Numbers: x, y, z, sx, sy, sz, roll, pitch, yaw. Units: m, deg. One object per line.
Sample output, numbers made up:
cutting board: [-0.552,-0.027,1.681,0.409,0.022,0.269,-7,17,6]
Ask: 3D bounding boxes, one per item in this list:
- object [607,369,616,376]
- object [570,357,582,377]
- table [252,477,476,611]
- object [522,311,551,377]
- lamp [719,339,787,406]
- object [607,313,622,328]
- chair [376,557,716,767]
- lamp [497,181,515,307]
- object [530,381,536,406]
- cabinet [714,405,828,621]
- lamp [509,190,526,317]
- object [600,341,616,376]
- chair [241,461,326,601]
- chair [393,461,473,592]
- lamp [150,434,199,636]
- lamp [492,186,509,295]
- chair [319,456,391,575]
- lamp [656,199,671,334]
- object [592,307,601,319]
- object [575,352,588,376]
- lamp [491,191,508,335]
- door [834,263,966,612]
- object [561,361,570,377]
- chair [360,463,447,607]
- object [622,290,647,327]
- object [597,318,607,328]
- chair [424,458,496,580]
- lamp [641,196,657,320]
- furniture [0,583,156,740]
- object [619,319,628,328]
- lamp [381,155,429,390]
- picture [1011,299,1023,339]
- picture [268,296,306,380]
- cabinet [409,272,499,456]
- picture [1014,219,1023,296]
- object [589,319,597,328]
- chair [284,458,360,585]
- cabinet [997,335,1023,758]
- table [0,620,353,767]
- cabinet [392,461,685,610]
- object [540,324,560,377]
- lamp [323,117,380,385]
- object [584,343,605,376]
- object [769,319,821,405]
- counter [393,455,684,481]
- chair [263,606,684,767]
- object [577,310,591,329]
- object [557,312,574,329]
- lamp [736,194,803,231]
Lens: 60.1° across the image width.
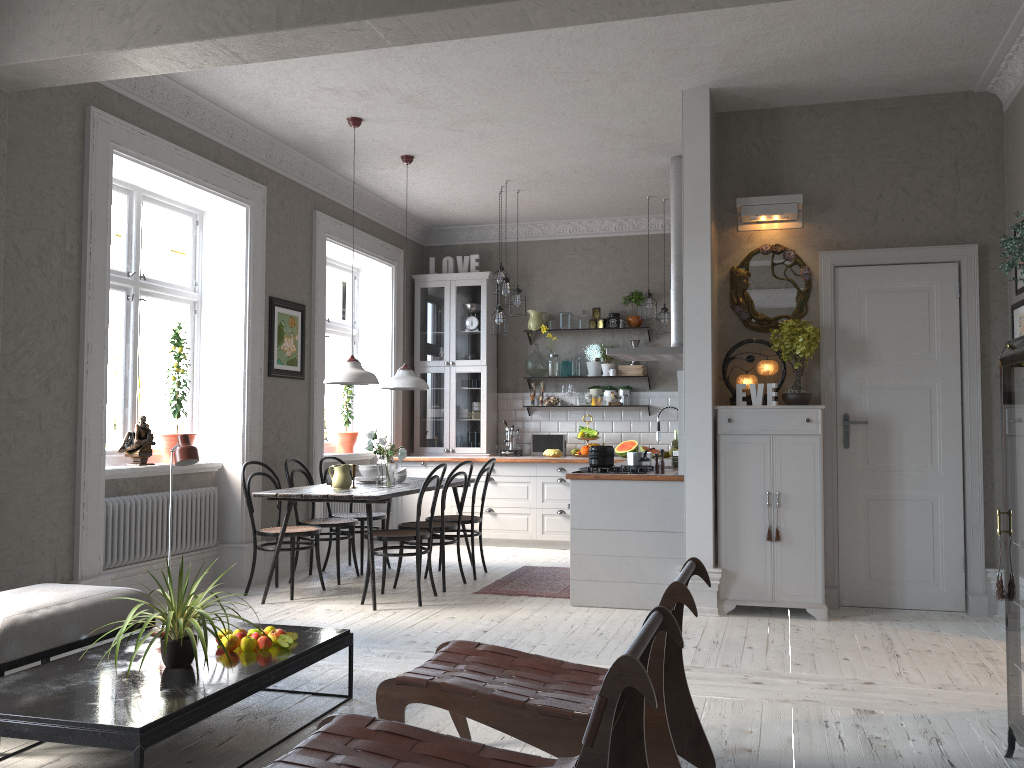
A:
object: [1.022,-0.115,8.975,0.064,0.071,0.104,3,-4,-44]
object: [0.661,-0.176,9.101,0.122,0.206,0.127,-2,-3,38]
table: [-0.988,1.115,6.583,0.895,0.735,1.941,-1,-3,17]
object: [0.238,-0.408,9.215,0.338,0.674,0.334,1,-3,-16]
lamp: [1.567,-0.016,5.743,0.442,0.558,0.174,-1,-3,23]
object: [1.053,-0.643,9.103,0.140,0.174,0.143,-1,-3,16]
chair: [0.132,0.948,2.899,1.006,0.721,0.513,-1,-3,15]
lamp: [-0.052,-1.544,7.721,0.149,1.735,0.144,2,-3,-27]
object: [0.219,0.103,9.281,0.054,0.264,0.061,1,-3,-13]
cabinet: [1.628,0.788,5.587,0.659,1.297,0.388,-1,-3,15]
lamp: [0.053,-1.479,8.019,0.146,1.735,0.147,0,-3,3]
object: [0.978,-0.265,9.061,0.187,0.380,0.166,1,-3,-23]
chair: [-1.604,1.002,6.193,0.541,0.920,0.444,-1,-3,23]
chair: [-0.564,1.016,6.459,0.541,0.920,0.444,-1,-3,23]
lamp: [-1.418,0.630,3.717,0.141,0.839,0.246,2,-3,-38]
lamp: [-0.096,-1.666,7.905,0.146,1.735,0.147,0,-3,3]
chair: [-1.283,1.050,7.197,0.539,0.920,0.445,-1,-3,28]
lamp: [1.432,-1.337,8.328,0.148,1.735,0.145,1,-3,-12]
object: [0.867,-0.725,9.095,0.083,0.113,0.082,0,-3,-4]
object: [0.727,-0.197,9.242,0.129,0.264,0.133,-1,-3,21]
lamp: [-0.114,-1.318,8.059,0.148,1.735,0.145,1,-3,-17]
door: [2.459,0.326,5.628,0.743,2.183,0.081,-1,-3,14]
object: [0.569,-0.154,9.218,0.124,0.172,0.128,-1,-3,19]
chair: [-0.718,0.991,5.941,0.544,0.920,0.442,0,-3,13]
object: [1.262,-0.759,9.004,0.255,0.397,0.246,-2,-4,40]
object: [0.920,-0.614,9.085,0.081,0.113,0.084,-1,-3,26]
chair: [-0.404,1.038,6.922,0.544,0.920,0.442,0,-3,13]
lamp: [1.269,-1.464,8.237,0.150,1.735,0.143,3,-4,-42]
furniture: [-1.980,1.094,3.598,0.577,0.476,0.837,-1,-3,16]
object: [1.130,-0.610,8.978,0.092,0.096,0.075,-1,-3,16]
lamp: [-0.837,-0.883,7.006,0.373,1.858,0.385,-1,-3,23]
picture: [2.994,-0.330,5.187,0.014,0.331,0.495,-1,-3,17]
picture: [-1.778,-0.352,7.025,0.020,0.619,0.527,-1,-3,17]
cabinet: [-0.589,-0.183,9.353,0.870,1.921,0.392,-1,-3,15]
picture: [2.995,-0.744,5.204,0.012,0.416,0.285,-1,-3,17]
object: [0.838,-0.613,9.111,0.082,0.113,0.083,-1,-3,16]
chair: [-1.444,1.028,6.731,0.544,0.920,0.442,0,-3,13]
cabinet: [1.804,0.572,2.834,0.344,1.471,0.625,-1,-3,16]
table: [-1.281,1.178,3.275,0.840,0.303,1.324,-1,-3,16]
cabinet: [0.553,1.100,7.614,2.023,0.854,4.120,2,-3,-27]
object: [0.392,-0.344,9.124,0.190,0.540,0.282,0,-3,8]
lamp: [-1.102,-0.924,6.143,0.387,1.858,0.371,2,-3,-37]
object: [0.866,-0.249,9.144,0.240,0.354,0.239,-2,-3,34]
object: [1.812,-0.137,5.601,0.347,0.553,0.291,2,-4,-40]
counter: [0.079,0.688,7.606,3.127,0.039,3.427,-1,-3,16]
chair: [-0.122,0.908,2.071,1.006,0.721,0.513,-1,-3,15]
object: [0.753,-0.659,9.242,0.142,0.220,0.137,1,-3,-25]
object: [0.554,-0.644,9.195,0.175,0.184,0.168,2,-3,-35]
lamp: [1.691,-1.122,5.814,0.411,0.171,0.222,-1,-3,15]
